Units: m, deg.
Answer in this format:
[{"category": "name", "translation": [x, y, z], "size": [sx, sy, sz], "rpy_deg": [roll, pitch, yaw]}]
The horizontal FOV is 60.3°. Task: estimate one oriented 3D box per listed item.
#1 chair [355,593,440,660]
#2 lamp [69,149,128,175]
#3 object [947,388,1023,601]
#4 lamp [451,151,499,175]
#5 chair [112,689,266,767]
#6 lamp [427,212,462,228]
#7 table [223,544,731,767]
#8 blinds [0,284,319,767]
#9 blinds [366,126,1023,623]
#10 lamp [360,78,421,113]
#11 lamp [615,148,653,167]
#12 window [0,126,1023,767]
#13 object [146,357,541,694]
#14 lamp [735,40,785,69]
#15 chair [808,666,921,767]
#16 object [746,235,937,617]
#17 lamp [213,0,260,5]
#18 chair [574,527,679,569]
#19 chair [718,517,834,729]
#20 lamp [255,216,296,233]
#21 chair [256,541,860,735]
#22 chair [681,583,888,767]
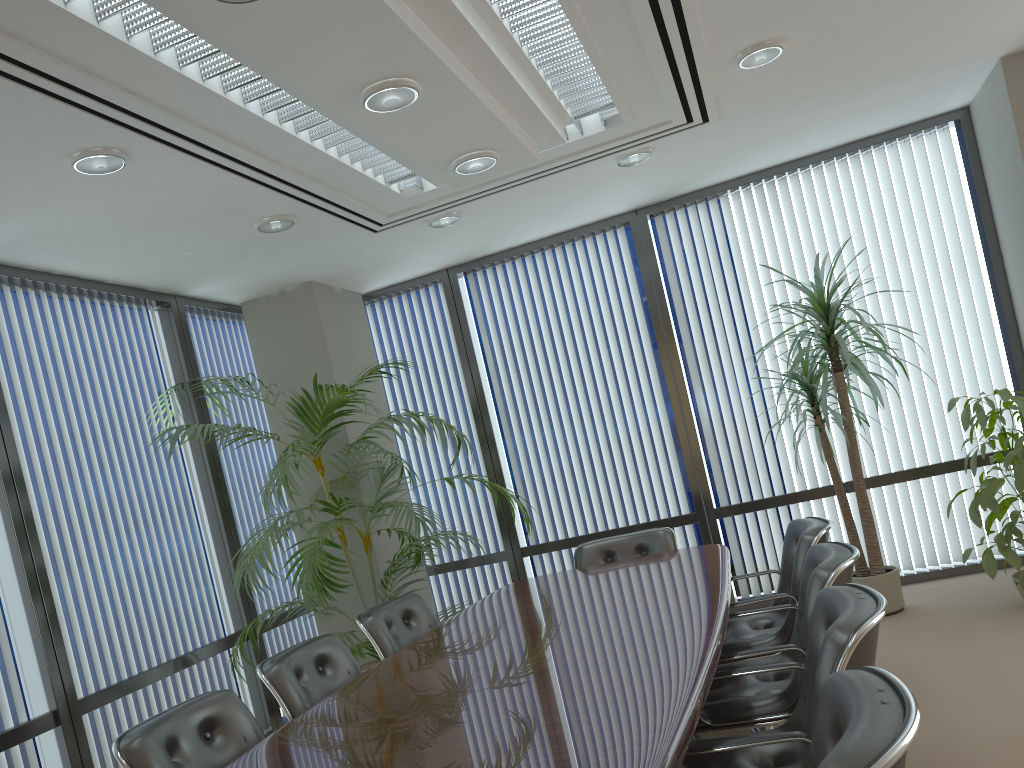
[{"category": "chair", "translation": [-0.296, 1.534, 4.692], "size": [0.860, 0.859, 0.753], "rpy_deg": [-14, -2, 22]}, {"category": "lamp", "translation": [-1.691, -0.904, 3.614], "size": [0.228, 0.035, 0.223], "rpy_deg": [-17, -6, 41]}, {"category": "object", "translation": [2.979, 0.641, 4.960], "size": [0.974, 1.313, 0.861], "rpy_deg": [-13, -1, -13]}, {"category": "lamp", "translation": [-0.170, -1.023, 4.108], "size": [0.228, 0.035, 0.223], "rpy_deg": [-17, -6, 41]}, {"category": "chair", "translation": [-0.820, 1.513, 3.086], "size": [0.858, 0.859, 0.755], "rpy_deg": [-14, -2, 17]}, {"category": "lamp", "translation": [-0.426, -1.027, 5.557], "size": [0.227, 0.035, 0.223], "rpy_deg": [-16, -5, 27]}, {"category": "table", "translation": [0.111, 1.367, 3.266], "size": [1.517, 0.748, 4.054], "rpy_deg": [-14, -5, 16]}, {"category": "blinds", "translation": [-2.280, 0.892, 4.938], "size": [0.032, 2.904, 4.875], "rpy_deg": [-13, -3, 16]}, {"category": "blinds", "translation": [0.958, 0.289, 6.664], "size": [4.963, 2.911, 0.050], "rpy_deg": [-14, 1, 17]}, {"category": "lamp", "translation": [-0.440, -1.041, 3.206], "size": [0.228, 0.035, 0.223], "rpy_deg": [-17, -6, 41]}, {"category": "lamp", "translation": [0.719, -1.327, 5.191], "size": [0.225, 0.035, 0.225], "rpy_deg": [-14, -5, 6]}, {"category": "window", "translation": [-0.649, 0.598, 5.841], "size": [7.304, 2.912, 3.573], "rpy_deg": [-11, -3, -28]}, {"category": "object", "translation": [-1.094, 0.967, 5.630], "size": [2.114, 2.479, 2.143], "rpy_deg": [-14, -2, 37]}, {"category": "lamp", "translation": [1.155, -1.526, 4.103], "size": [0.228, 0.035, 0.223], "rpy_deg": [-17, -6, 41]}, {"category": "chair", "translation": [0.445, 1.100, 1.760], "size": [0.864, 0.859, 0.748], "rpy_deg": [-14, -2, 21]}, {"category": "object", "translation": [2.092, 0.309, 5.505], "size": [1.014, 2.314, 1.035], "rpy_deg": [-13, 0, -8]}, {"category": "lamp", "translation": [-0.711, -1.058, 2.304], "size": [0.228, 0.035, 0.223], "rpy_deg": [-16, -6, 34]}, {"category": "chair", "translation": [0.700, 1.343, 5.163], "size": [0.764, 0.859, 0.848], "rpy_deg": [-14, -2, 17]}, {"category": "chair", "translation": [1.179, 1.145, 4.197], "size": [0.856, 0.859, 0.732], "rpy_deg": [-14, -2, 12]}, {"category": "lamp", "translation": [-1.309, -0.880, 4.890], "size": [0.228, 0.035, 0.223], "rpy_deg": [-17, -6, 41]}, {"category": "chair", "translation": [0.202, 1.325, 3.647], "size": [2.544, 0.859, 0.754], "rpy_deg": [-14, -2, 17]}, {"category": "chair", "translation": [0.738, 1.105, 2.588], "size": [0.858, 0.859, 0.755], "rpy_deg": [-14, -2, 17]}]
